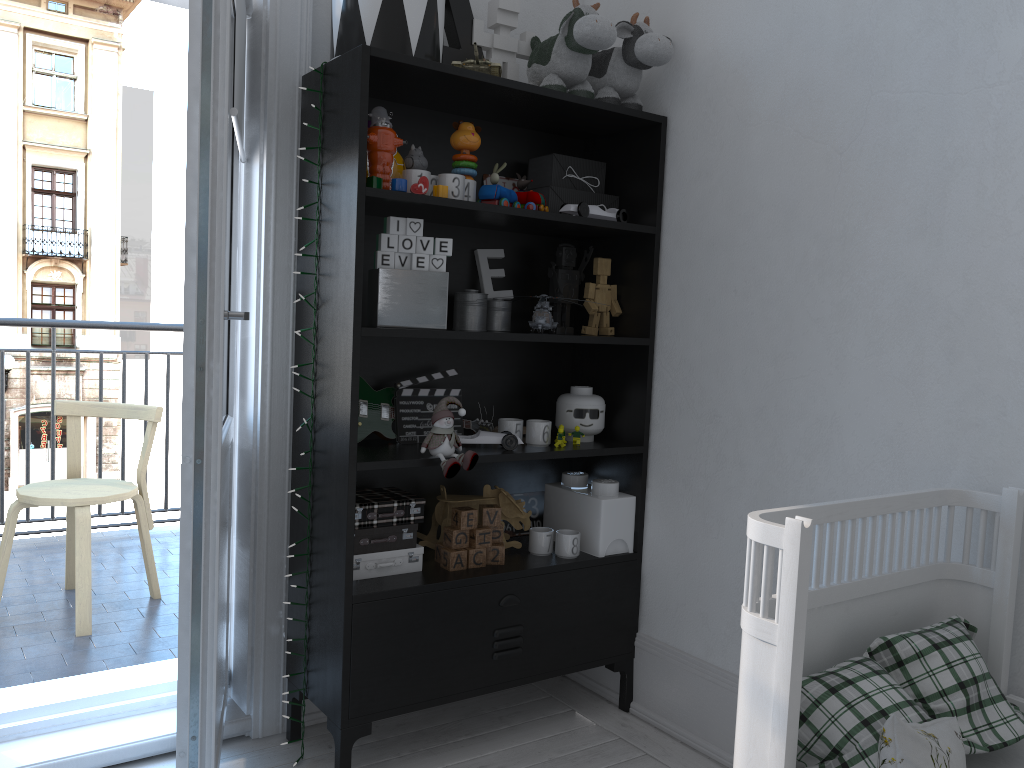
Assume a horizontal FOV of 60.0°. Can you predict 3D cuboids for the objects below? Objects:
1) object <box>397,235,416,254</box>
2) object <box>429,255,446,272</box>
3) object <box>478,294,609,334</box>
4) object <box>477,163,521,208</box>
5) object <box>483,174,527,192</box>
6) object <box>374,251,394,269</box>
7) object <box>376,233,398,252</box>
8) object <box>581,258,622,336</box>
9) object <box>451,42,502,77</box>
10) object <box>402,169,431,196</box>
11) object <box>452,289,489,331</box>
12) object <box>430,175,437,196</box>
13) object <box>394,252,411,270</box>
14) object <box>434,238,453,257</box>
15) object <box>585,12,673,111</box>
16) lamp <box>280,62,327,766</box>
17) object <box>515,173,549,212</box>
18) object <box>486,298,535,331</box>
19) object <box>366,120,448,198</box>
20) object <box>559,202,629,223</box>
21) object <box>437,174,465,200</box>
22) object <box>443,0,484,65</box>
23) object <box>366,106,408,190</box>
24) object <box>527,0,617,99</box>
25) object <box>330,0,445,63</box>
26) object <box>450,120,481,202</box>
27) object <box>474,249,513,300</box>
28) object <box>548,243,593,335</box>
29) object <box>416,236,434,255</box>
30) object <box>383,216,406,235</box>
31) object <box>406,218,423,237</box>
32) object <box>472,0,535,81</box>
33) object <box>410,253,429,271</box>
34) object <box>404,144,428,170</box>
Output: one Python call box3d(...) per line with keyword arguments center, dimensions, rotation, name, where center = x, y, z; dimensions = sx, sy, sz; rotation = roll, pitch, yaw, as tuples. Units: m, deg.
box3d(center=(-0.249, -0.328, 2.085), dimensions=(0.040, 0.040, 0.040), rotation=(1, 4, -15), name="object")
box3d(center=(-0.178, -0.286, 2.115), dimensions=(0.040, 0.040, 0.040), rotation=(2, 4, -5), name="object")
box3d(center=(0.077, -0.190, 2.414), dimensions=(0.368, 0.106, 0.349), rotation=(0, 5, -33), name="object")
box3d(center=(-0.030, -0.502, 2.271), dimensions=(0.087, 0.126, 0.121), rotation=(5, 5, 32), name="object")
box3d(center=(0.067, -0.524, 2.580), dimensions=(0.347, 0.132, 0.037), rotation=(0, 5, -35), name="object")
box3d(center=(-0.299, -0.289, 2.071), dimensions=(0.040, 0.040, 0.040), rotation=(1, 4, -20), name="object")
box3d(center=(-0.292, -0.328, 2.070), dimensions=(0.040, 0.040, 0.040), rotation=(1, 5, -25), name="object")
box3d(center=(0.258, -0.247, 2.522), dimensions=(0.114, 0.221, 0.052), rotation=(0, 5, -35), name="object")
box3d(center=(-0.085, -0.788, 2.204), dimensions=(0.121, 0.100, 0.338), rotation=(3, 4, 0), name="object")
box3d(center=(-0.228, -0.471, 2.107), dimensions=(0.067, 0.067, 0.067), rotation=(0, 5, -34), name="object")
box3d(center=(-0.114, -0.202, 2.422), dimensions=(0.095, 0.111, 0.095), rotation=(0, 5, -30), name="object")
box3d(center=(-0.209, -0.474, 2.173), dimensions=(0.067, 0.067, 0.067), rotation=(5, 5, 29), name="object")
box3d(center=(-0.265, -0.288, 2.092), dimensions=(0.040, 0.040, 0.040), rotation=(0, 5, -30), name="object")
box3d(center=(-0.165, -0.326, 2.116), dimensions=(0.040, 0.040, 0.040), rotation=(2, 4, -10), name="object")
box3d(center=(0.257, -0.860, 2.426), dimensions=(0.386, 0.253, 0.211), rotation=(6, 5, 38), name="object")
box3d(center=(-0.138, 0.085, 2.394), dimensions=(0.985, 1.685, 0.095), rotation=(-1, 5, -37), name="lamp")
box3d(center=(0.036, -0.505, 2.368), dimensions=(0.122, 0.112, 0.087), rotation=(5, 5, 26), name="object")
box3d(center=(0.015, -0.187, 2.411), dimensions=(0.078, 0.091, 0.246), rotation=(-1, 5, -40), name="object")
box3d(center=(-0.310, -0.540, 2.129), dimensions=(0.197, 0.197, 0.318), rotation=(-1, 5, -39), name="object")
box3d(center=(0.219, -0.460, 2.392), dimensions=(0.230, 0.048, 0.098), rotation=(-1, 6, -45), name="object")
box3d(center=(-0.148, -0.470, 2.145), dimensions=(0.067, 0.067, 0.067), rotation=(0, 5, -34), name="object")
box3d(center=(-0.186, -0.924, 2.343), dimensions=(0.343, 0.344, 0.057), rotation=(0, 5, -35), name="object")
box3d(center=(-0.297, -0.539, 2.052), dimensions=(0.105, 0.203, 0.072), rotation=(0, 5, -27), name="object")
box3d(center=(0.135, -0.859, 2.336), dimensions=(0.154, 0.253, 0.370), rotation=(0, 5, -27), name="object")
box3d(center=(-0.302, -0.876, 2.176), dimensions=(0.272, 0.259, 0.394), rotation=(2, 4, -7), name="object")
box3d(center=(-0.118, -0.546, 2.205), dimensions=(0.077, 0.213, 0.077), rotation=(2, 4, -2), name="object")
box3d(center=(-0.051, -0.309, 2.507), dimensions=(0.107, 0.151, 0.055), rotation=(0, 5, -35), name="object")
box3d(center=(0.161, -0.271, 2.527), dimensions=(0.117, 0.259, 0.081), rotation=(0, 5, -35), name="object")
box3d(center=(-0.207, -0.327, 2.101), dimensions=(0.040, 0.040, 0.040), rotation=(2, 4, -5), name="object")
box3d(center=(-0.274, -0.368, 2.073), dimensions=(0.040, 0.040, 0.040), rotation=(0, 5, -30), name="object")
box3d(center=(-0.235, -0.367, 2.087), dimensions=(0.040, 0.040, 0.040), rotation=(1, 5, -25), name="object")
box3d(center=(-0.028, -0.895, 2.420), dimensions=(0.190, 0.291, 0.065), rotation=(0, 5, -30), name="object")
box3d(center=(-0.221, -0.287, 2.100), dimensions=(0.040, 0.040, 0.040), rotation=(1, 4, -20), name="object")
box3d(center=(-0.248, -0.529, 2.266), dimensions=(0.063, 0.160, 0.063), rotation=(5, 5, 33), name="object")
